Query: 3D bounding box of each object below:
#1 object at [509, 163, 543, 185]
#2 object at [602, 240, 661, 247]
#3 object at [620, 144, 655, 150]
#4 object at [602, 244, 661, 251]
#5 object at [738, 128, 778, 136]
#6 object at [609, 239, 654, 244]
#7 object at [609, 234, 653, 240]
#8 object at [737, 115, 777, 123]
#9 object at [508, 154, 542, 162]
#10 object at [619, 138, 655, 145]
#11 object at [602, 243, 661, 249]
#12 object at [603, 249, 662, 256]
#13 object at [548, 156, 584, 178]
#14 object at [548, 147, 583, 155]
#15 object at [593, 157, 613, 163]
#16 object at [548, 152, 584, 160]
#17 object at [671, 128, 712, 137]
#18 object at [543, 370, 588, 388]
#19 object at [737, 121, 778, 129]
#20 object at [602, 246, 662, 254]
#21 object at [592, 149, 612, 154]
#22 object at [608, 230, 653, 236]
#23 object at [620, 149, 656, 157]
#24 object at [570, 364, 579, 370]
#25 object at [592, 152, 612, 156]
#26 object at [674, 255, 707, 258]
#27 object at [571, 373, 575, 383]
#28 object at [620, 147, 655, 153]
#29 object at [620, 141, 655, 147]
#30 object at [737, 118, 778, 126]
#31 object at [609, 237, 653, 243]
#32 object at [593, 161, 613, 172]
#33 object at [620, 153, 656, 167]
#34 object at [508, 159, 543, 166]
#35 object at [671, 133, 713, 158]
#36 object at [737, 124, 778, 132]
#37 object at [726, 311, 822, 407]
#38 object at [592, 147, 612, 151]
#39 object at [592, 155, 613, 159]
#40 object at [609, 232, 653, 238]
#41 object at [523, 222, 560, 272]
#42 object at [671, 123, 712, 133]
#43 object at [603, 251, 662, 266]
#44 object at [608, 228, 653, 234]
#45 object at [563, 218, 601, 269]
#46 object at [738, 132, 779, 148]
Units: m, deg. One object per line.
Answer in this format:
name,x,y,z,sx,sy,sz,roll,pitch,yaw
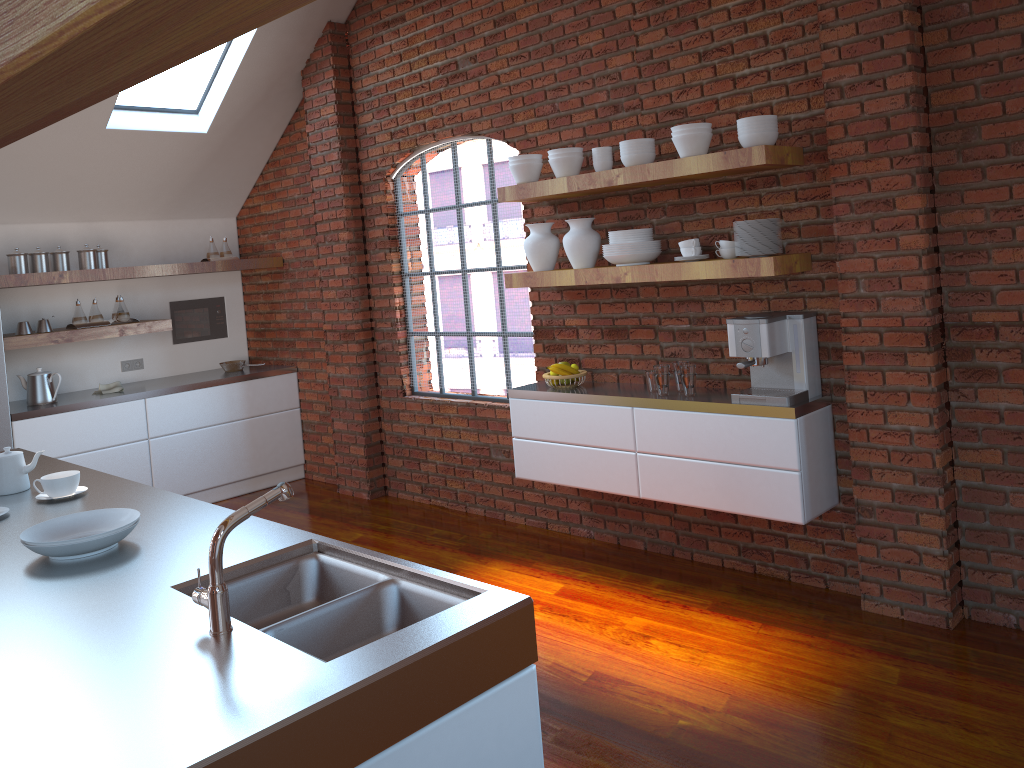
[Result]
object,0.076,-1.086,4.569,0.180,0.103,0.182,-6,7,-9
object,0.574,-0.649,4.214,0.281,0.055,0.285,-1,9,28
object,0.594,-1.092,4.154,0.165,0.060,0.167,1,9,39
object,0.575,-0.630,4.214,0.281,0.055,0.285,-1,9,28
object,1.037,-1.036,3.705,0.165,0.060,0.167,-6,7,-6
object,0.573,-0.658,4.213,0.213,0.055,0.216,1,10,36
object,0.571,-0.679,4.213,0.213,0.055,0.216,1,10,36
object,1.033,-1.087,3.704,0.165,0.060,0.167,-6,7,-6
object,0.073,-1.130,4.568,0.180,0.103,0.182,-6,7,-9
object,0.592,-1.117,4.154,0.165,0.060,0.167,1,9,39
object,0.575,-0.638,4.214,0.281,0.055,0.285,-1,9,28
object,0.577,-0.608,4.214,0.281,0.055,0.285,-1,9,28
object,0.276,-1.081,4.424,0.180,0.103,0.182,-6,7,-9
object,0.272,-1.125,4.423,0.180,0.103,0.182,-6,7,-9
object,0.448,-1.076,4.323,0.099,0.061,0.099,-5,6,-6
object,0.274,-1.102,4.424,0.180,0.103,0.182,-6,7,-9
object,0.802,-1.071,3.907,0.179,0.103,0.183,-3,7,15
object,0.280,-0.022,4.605,0.235,0.071,0.238,-4,8,2
object,1.035,-1.062,3.705,0.165,0.060,0.167,-6,7,-6
object,0.576,-0.619,4.214,0.281,0.055,0.285,-1,9,28
object,0.445,-1.115,4.322,0.099,0.061,0.099,-5,6,-6
object,0.570,-0.699,4.213,0.213,0.055,0.216,1,10,36
object,0.596,-1.065,4.155,0.165,0.060,0.167,1,9,39
object,0.327,-0.083,4.613,0.047,0.046,0.055,-5,5,-4
object,0.446,-1.103,4.322,0.099,0.061,0.099,-5,6,-6
object,0.806,-0.568,3.946,0.153,0.012,0.155,-4,8,5
object,0.308,-0.037,4.639,0.070,0.069,0.068,-8,6,-36
object,0.595,-1.078,4.154,0.165,0.060,0.167,1,9,39
object,0.593,-1.103,4.154,0.165,0.060,0.167,1,9,39
object,1.034,-1.074,3.704,0.165,0.060,0.167,-6,7,-6
object,0.572,-0.668,4.213,0.213,0.055,0.216,1,10,36
object,0.449,-1.060,4.323,0.099,0.061,0.099,-5,6,-6
object,0.598,-1.048,4.155,0.165,0.060,0.167,1,9,39
object,0.074,-1.107,4.569,0.180,0.103,0.182,-6,7,-9
object,0.804,-1.049,3.908,0.179,0.103,0.183,-3,7,15
object,1.036,-1.049,3.705,0.165,0.060,0.167,-6,7,-6
object,1.104,-0.117,3.756,0.270,0.368,0.382,-1,6,44
object,0.444,-1.128,4.322,0.099,0.061,0.099,-5,6,-6
object,0.447,-1.090,4.323,0.099,0.061,0.099,-5,6,-6
object,0.570,-0.690,4.213,0.213,0.055,0.216,1,10,36
object,0.158,-0.719,4.633,0.192,0.248,0.193,-5,4,-6
object,0.800,-1.093,3.907,0.179,0.103,0.183,-3,7,15
object,0.578,-0.597,4.215,0.281,0.055,0.285,-1,9,28
object,0.569,-0.709,4.212,0.213,0.055,0.216,1,10,36
object,0.354,-0.708,4.441,0.192,0.248,0.194,-4,4,16
object,1.039,-1.019,3.705,0.165,0.060,0.167,-6,7,-6
